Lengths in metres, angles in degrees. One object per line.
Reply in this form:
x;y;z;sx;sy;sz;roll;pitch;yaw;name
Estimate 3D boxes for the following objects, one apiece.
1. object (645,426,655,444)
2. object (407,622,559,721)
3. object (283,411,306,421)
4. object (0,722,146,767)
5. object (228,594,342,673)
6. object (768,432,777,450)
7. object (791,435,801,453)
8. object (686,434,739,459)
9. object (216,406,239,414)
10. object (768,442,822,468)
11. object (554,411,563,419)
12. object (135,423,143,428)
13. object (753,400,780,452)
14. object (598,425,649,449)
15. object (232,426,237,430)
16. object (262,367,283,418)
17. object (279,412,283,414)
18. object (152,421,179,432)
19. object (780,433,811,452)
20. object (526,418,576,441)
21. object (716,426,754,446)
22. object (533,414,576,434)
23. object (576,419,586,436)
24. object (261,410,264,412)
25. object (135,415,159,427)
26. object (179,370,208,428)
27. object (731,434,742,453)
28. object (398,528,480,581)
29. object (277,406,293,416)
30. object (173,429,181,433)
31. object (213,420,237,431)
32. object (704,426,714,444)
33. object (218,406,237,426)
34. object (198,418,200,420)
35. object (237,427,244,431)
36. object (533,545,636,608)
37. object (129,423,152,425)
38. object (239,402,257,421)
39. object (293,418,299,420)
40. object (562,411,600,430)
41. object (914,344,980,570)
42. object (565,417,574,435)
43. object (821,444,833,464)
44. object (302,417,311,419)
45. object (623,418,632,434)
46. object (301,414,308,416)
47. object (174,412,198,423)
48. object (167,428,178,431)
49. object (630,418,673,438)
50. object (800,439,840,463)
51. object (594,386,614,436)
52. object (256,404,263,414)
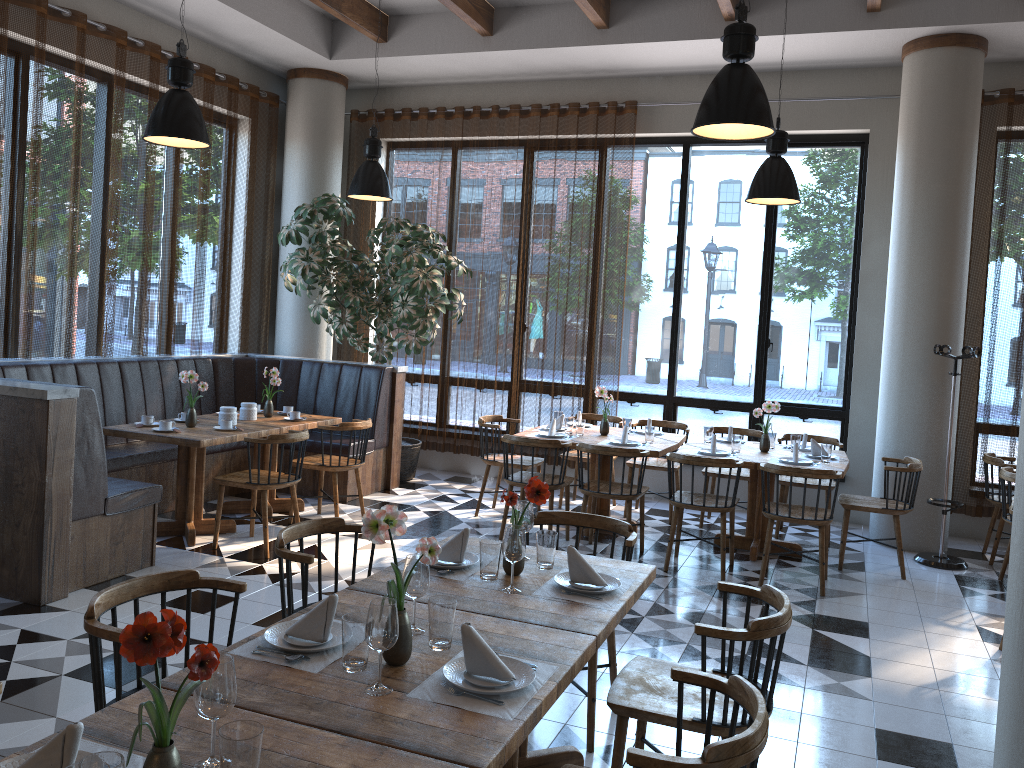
1.061;0.393;6.829;0.080;0.132;0.080;4;3;6;object
-0.059;0.674;2.214;0.272;0.137;0.352;5;4;21;object
-1.706;0.253;6.962;0.176;0.067;0.176;4;4;4;object
-0.850;0.673;1.613;0.272;0.137;0.352;5;4;21;object
-0.546;0.631;2.409;0.272;0.137;0.352;5;4;21;object
2.020;0.443;6.912;0.080;0.132;0.080;4;3;6;object
2.180;0.460;6.811;0.080;0.132;0.080;4;3;6;object
1.470;0.442;6.464;0.352;0.137;0.272;5;4;21;object
-2.262;0.213;7.041;0.175;0.067;0.176;2;4;-24;object
2.004;0.489;6.260;0.352;0.137;0.272;5;4;21;object
0.392;0.299;7.541;0.080;0.132;0.080;4;3;6;object
-2.573;0.286;6.118;0.053;0.025;0.049;3;4;-2;object
1.919;0.318;6.709;0.207;0.399;0.146;5;2;26;object
0.850;0.388;6.701;0.352;0.137;0.272;5;4;21;object
-1.949;0.314;6.221;0.034;0.012;0.156;2;4;-17;object
-1.917;0.065;7.069;0.207;0.399;0.146;5;2;26;object
-1.883;0.238;7.243;0.052;0.023;0.050;2;4;-18;object
-2.350;0.286;6.009;0.176;0.067;0.176;4;4;13;object
2.312;0.451;6.999;0.352;0.137;0.272;5;4;21;object
0.312;0.340;6.906;0.352;0.137;0.272;5;4;21;object
1.777;0.404;7.203;0.352;0.137;0.272;5;4;21;object
0.355;0.312;7.317;0.272;0.137;0.352;5;4;21;object
0.540;0.347;7.028;0.080;0.132;0.080;4;3;6;object
-2.047;0.225;7.284;0.052;0.023;0.050;7;5;44;object
-2.557;0.258;6.216;0.175;0.067;0.176;2;4;-24;object
-2.263;0.104;6.281;0.206;0.399;0.146;3;2;-12;object
1.670;0.446;6.597;0.080;0.132;0.080;4;3;6;object
-0.228;0.586;3.240;0.272;0.137;0.352;5;4;21;object
-1.844;0.219;7.298;0.176;0.067;0.176;4;4;11;object
-2.258;0.315;5.977;0.049;0.025;0.053;4;4;9;object
-2.010;0.289;6.234;0.175;0.067;0.176;1;5;-34;object
1.563;0.405;7.059;0.080;0.132;0.080;4;3;6;object
-2.083;0.235;6.498;0.129;0.128;0.130;2;3;-25;object
-2.339;0.266;6.564;0.052;0.023;0.050;7;5;44;object
-1.912;0.316;6.236;0.049;0.025;0.053;3;4;-11;object
0.258;0.630;3.045;0.272;0.137;0.352;5;4;21;object
-2.582;0.282;6.157;0.155;0.012;0.034;3;4;-8;object
-2.034;0.212;6.841;0.129;0.128;0.130;2;3;-25;object
-1.682;0.276;6.900;0.050;0.023;0.052;5;4;16;object
0.589;0.300;7.657;0.352;0.137;0.272;5;4;21;object
3.302;0.535;6.698;0.374;1.656;0.375;3;2;3;object
0.457;0.337;7.101;0.080;0.132;0.080;4;3;6;object
2.249;0.499;6.344;0.080;0.132;0.080;4;3;6;object
-1.610;0.272;7.055;0.155;0.023;0.034;-1;5;-44;object
0.951;0.348;7.327;0.080;0.132;0.080;4;3;6;object
-1.714;0.249;7.271;0.155;0.023;0.034;4;4;11;object
-2.401;0.244;6.537;0.176;0.067;0.176;6;5;31;object
-2.298;0.312;5.975;0.034;0.012;0.156;4;4;4;object
1.158;0.350;7.440;0.352;0.137;0.272;5;4;21;object
2.296;0.481;6.591;0.272;0.137;0.352;5;4;21;object
0.735;0.213;7.178;0.146;0.399;0.207;4;3;20;object
-2.112;0.204;7.290;0.176;0.067;0.176;6;5;34;object
